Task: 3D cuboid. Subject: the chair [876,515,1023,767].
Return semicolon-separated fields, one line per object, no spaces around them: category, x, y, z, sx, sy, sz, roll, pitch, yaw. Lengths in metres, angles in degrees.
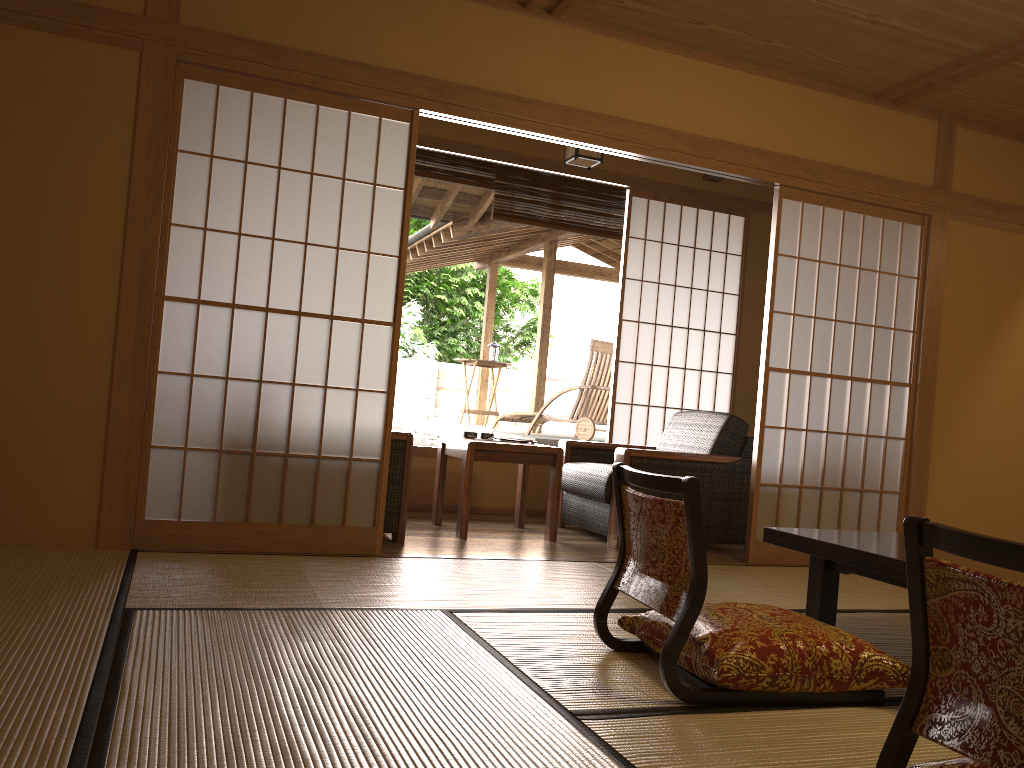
chair;1.032;0.524;1.403;0.699;0.546;0.582;5;-1;-22

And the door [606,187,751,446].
door;1.183;-0.375;6.265;0.993;1.873;0.040;5;-1;-21

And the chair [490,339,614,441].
chair;0.489;0.056;7.883;1.225;0.851;0.678;3;-2;44

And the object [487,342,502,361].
object;-0.205;-0.361;10.060;0.176;0.240;0.176;4;-1;38

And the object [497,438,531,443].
object;0.019;0.316;4.923;0.181;0.015;0.131;4;-2;25

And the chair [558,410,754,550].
chair;0.828;0.517;5.171;0.944;0.779;0.872;5;-1;-21

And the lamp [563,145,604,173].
lamp;0.424;-1.556;4.969;0.330;0.681;0.330;5;-1;-21

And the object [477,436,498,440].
object;-0.134;0.293;4.812;0.130;0.026;0.038;6;-2;-36

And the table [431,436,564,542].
table;-0.089;0.565;4.867;0.540;0.500;0.540;5;-1;-21

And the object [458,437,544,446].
object;-0.067;0.315;4.870;0.401;0.003;0.300;6;-2;-21

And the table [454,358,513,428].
table;-0.354;0.111;9.991;0.670;0.731;0.669;5;-1;-18

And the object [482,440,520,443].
object;-0.060;0.309;4.781;0.230;0.007;0.006;6;-2;-25

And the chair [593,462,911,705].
chair;0.643;0.524;2.418;0.687;0.546;0.582;5;-1;-16

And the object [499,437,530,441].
object;0.013;0.304;4.906;0.230;0.007;0.006;3;-2;44

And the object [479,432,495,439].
object;-0.140;0.291;4.931;0.084;0.037;0.084;6;-2;-29

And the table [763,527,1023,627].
table;1.461;0.697;2.657;0.995;0.356;0.994;6;-2;-21

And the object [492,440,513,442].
object;-0.095;0.306;4.785;0.230;0.007;0.006;6;-2;-31

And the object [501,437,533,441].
object;0.021;0.305;4.928;0.230;0.007;0.006;4;-2;35

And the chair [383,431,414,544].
chair;-1.032;0.335;4.468;0.944;0.779;0.872;5;-1;-21

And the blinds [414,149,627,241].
blinds;-0.110;-1.375;5.822;1.933;0.594;0.048;6;-1;-21

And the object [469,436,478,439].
object;-0.212;0.290;4.800;0.050;0.018;0.015;4;-1;21

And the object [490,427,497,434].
object;-0.124;0.270;4.953;0.038;0.068;0.117;4;-2;35

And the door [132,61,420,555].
door;-0.953;-0.270;3.686;0.993;1.933;0.040;5;-1;-21

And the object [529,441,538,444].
object;0.115;0.320;4.854;0.050;0.018;0.015;6;-2;-34

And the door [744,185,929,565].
door;1.737;-0.007;4.703;0.993;1.933;0.040;5;-1;-21

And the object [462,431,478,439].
object;-0.233;0.282;4.893;0.084;0.037;0.084;5;-2;7
